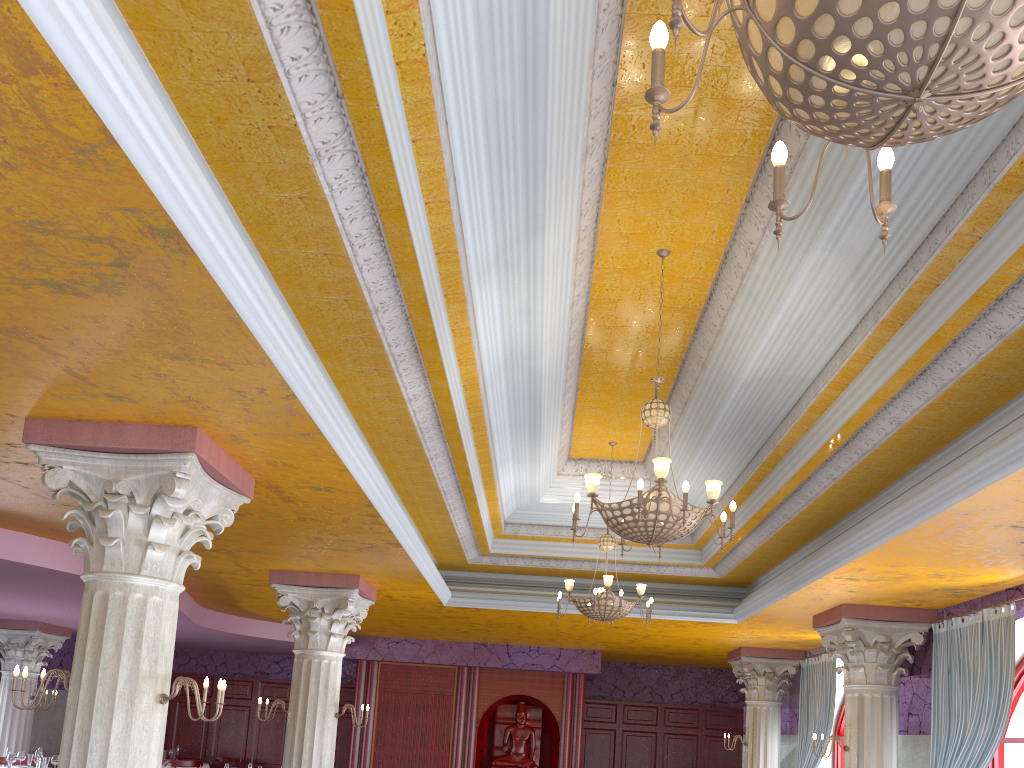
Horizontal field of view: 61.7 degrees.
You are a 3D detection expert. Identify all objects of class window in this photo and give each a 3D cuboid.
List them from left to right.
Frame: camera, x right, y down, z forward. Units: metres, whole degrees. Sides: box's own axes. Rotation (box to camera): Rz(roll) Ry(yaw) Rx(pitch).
[{"bbox_3d":[5.147,3.283,7.491,0.160,2.411,3.799,3,-18,3],"label":"window"}]

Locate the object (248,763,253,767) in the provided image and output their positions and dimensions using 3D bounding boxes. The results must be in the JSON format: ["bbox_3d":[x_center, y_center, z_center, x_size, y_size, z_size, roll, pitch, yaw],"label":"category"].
[{"bbox_3d":[-3.802,5.661,12.410,0.074,0.320,0.076,-3,-11,38],"label":"object"}]

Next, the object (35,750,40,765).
[{"bbox_3d":[-6.778,5.387,12.211,0.074,0.320,0.077,5,-9,-6],"label":"object"}]

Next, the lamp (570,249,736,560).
[{"bbox_3d":[0.983,0.074,5.812,0.989,2.076,0.976,14,-15,-42],"label":"lamp"}]

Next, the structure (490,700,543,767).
[{"bbox_3d":[0.075,7.060,16.675,0.964,1.762,0.672,3,-10,2],"label":"structure"}]

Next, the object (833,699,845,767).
[{"bbox_3d":[5.274,5.211,12.203,0.160,2.411,3.799,3,-18,3],"label":"object"}]

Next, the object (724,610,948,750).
[{"bbox_3d":[4.367,2.389,4.800,2.091,3.406,31.107,3,-22,3],"label":"object"}]

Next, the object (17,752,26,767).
[{"bbox_3d":[-7.305,5.601,12.733,0.123,0.252,0.127,-5,-14,38],"label":"object"}]

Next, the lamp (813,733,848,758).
[{"bbox_3d":[3.667,4.195,9.921,0.383,0.260,0.360,7,-18,-10],"label":"lamp"}]

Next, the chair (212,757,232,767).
[{"bbox_3d":[-6.198,8.284,17.751,0.667,1.040,0.764,15,-17,-41],"label":"chair"}]

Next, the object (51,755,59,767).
[{"bbox_3d":[-6.597,5.497,12.365,0.122,0.252,0.128,1,-12,16],"label":"object"}]

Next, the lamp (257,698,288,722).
[{"bbox_3d":[-2.819,3.868,10.151,0.383,0.260,0.360,7,-18,-10],"label":"lamp"}]

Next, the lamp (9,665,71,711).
[{"bbox_3d":[-2.946,1.951,5.469,0.383,0.260,0.360,7,-18,-10],"label":"lamp"}]

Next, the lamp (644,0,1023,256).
[{"bbox_3d":[0.876,-1.548,1.850,0.989,2.076,0.976,14,-15,-42],"label":"lamp"}]

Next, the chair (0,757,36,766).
[{"bbox_3d":[-7.826,6.389,13.360,0.774,1.040,0.659,16,-17,-41],"label":"chair"}]

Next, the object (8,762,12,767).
[{"bbox_3d":[-7.202,5.442,12.293,0.086,0.226,0.089,7,-11,-17],"label":"object"}]

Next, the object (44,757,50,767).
[{"bbox_3d":[-6.693,5.477,12.297,0.086,0.226,0.090,3,-10,5],"label":"object"}]

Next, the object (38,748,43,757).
[{"bbox_3d":[-7.120,5.644,12.897,0.074,0.320,0.077,5,-9,-6],"label":"object"}]

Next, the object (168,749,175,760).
[{"bbox_3d":[-6.697,7.305,16.817,0.122,0.252,0.128,1,-12,16],"label":"object"}]

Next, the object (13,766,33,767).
[{"bbox_3d":[-7.488,5.853,13.086,0.316,0.023,0.331,10,-23,-16],"label":"object"}]

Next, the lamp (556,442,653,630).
[{"bbox_3d":[1.088,1.670,9.710,0.989,2.076,0.976,14,-15,-42],"label":"lamp"}]

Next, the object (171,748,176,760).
[{"bbox_3d":[-6.869,7.512,17.351,0.123,0.252,0.127,-5,-14,38],"label":"object"}]

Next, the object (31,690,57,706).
[{"bbox_3d":[-5.934,5.567,13.680,5.722,1.136,0.368,-9,-15,30],"label":"object"}]

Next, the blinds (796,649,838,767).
[{"bbox_3d":[4.641,5.874,13.135,0.244,3.356,1.794,3,-11,4],"label":"blinds"}]

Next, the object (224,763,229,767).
[{"bbox_3d":[-3.976,5.442,11.900,0.074,0.320,0.076,-3,-11,38],"label":"object"}]

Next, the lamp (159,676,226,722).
[{"bbox_3d":[-1.996,1.957,5.332,0.383,0.260,0.360,7,-18,-10],"label":"lamp"}]

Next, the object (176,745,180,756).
[{"bbox_3d":[-6.705,7.414,17.173,0.074,0.320,0.077,5,-9,-6],"label":"object"}]

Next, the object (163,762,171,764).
[{"bbox_3d":[-6.530,7.279,16.432,0.316,0.023,0.331,10,-23,-16],"label":"object"}]

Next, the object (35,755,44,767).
[{"bbox_3d":[-6.936,5.571,12.634,0.146,0.202,0.074,8,-11,-18],"label":"object"}]

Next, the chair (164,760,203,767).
[{"bbox_3d":[-6.244,7.582,16.036,0.774,1.040,0.659,16,-17,-41],"label":"chair"}]

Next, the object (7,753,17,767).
[{"bbox_3d":[-7.134,5.395,12.199,0.122,0.252,0.128,5,-11,-6],"label":"object"}]

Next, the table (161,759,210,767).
[{"bbox_3d":[-7.091,7.940,16.921,2.077,0.907,2.232,3,-20,3],"label":"table"}]

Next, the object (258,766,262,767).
[{"bbox_3d":[-3.461,5.403,11.724,0.074,0.320,0.076,-3,-11,38],"label":"object"}]

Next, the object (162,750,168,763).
[{"bbox_3d":[-6.794,7.285,16.749,0.086,0.226,0.089,7,-11,-17],"label":"object"}]

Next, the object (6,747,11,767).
[{"bbox_3d":[-7.293,5.425,12.387,0.074,0.320,0.077,5,-9,-6],"label":"object"}]

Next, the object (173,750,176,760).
[{"bbox_3d":[-6.803,7.490,17.254,0.086,0.226,0.089,7,-11,-17],"label":"object"}]

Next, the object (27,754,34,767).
[{"bbox_3d":[-7.210,5.647,12.797,0.086,0.226,0.089,7,-11,-17],"label":"object"}]

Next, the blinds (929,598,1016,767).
[{"bbox_3d":[4.515,3.970,8.483,0.244,3.356,1.794,3,-11,4],"label":"blinds"}]

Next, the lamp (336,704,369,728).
[{"bbox_3d":[-1.868,3.892,10.060,0.383,0.260,0.360,7,-18,-10],"label":"lamp"}]
